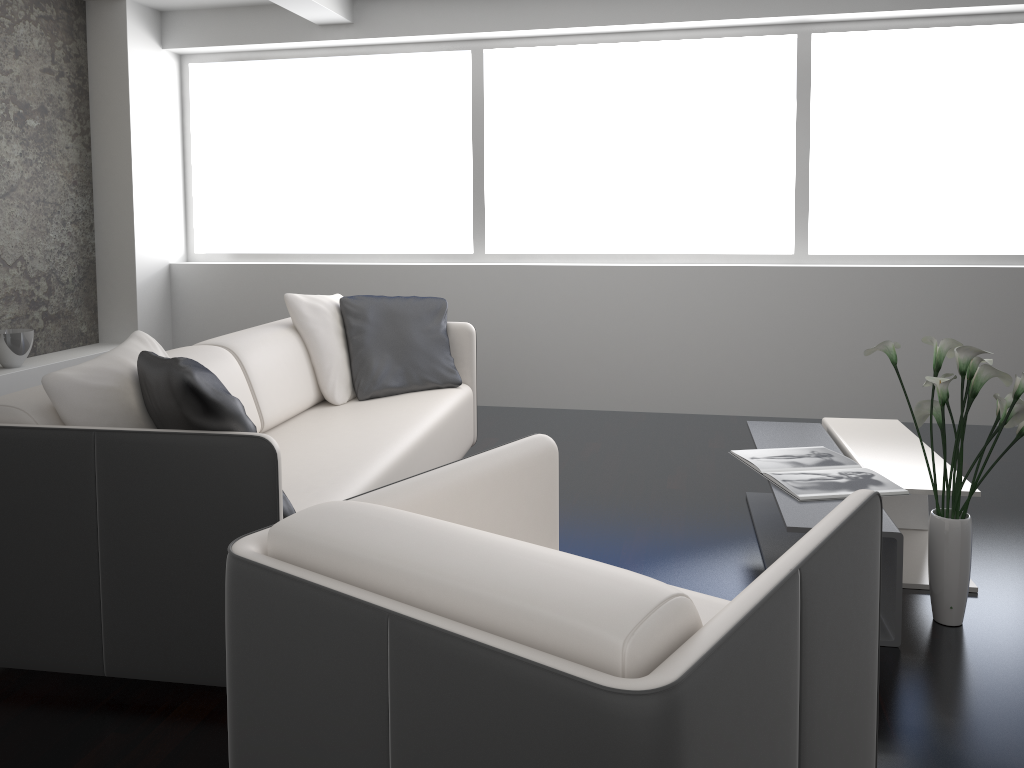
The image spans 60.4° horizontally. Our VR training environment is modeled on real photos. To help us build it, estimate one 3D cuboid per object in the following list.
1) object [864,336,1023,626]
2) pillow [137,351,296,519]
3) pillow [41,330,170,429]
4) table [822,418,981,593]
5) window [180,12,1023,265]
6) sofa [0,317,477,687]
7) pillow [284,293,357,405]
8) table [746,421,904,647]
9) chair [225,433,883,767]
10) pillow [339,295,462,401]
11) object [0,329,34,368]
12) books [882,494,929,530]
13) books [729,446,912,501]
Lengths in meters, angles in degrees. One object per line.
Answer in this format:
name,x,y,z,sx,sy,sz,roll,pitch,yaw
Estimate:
object,1.310,0.263,2.568,0.447,0.789,0.382,-1,5,-5
pillow,-0.787,0.128,2.313,0.279,0.444,0.570,-4,9,-33
pillow,-1.023,0.124,2.515,0.323,0.494,0.593,0,8,1
table,1.360,0.389,3.184,0.298,0.310,0.983,1,10,10
window,1.705,-1.402,5.181,8.053,1.420,0.111,2,4,12
sofa,-0.804,0.181,3.208,0.919,0.652,2.272,1,10,9
pillow,-0.783,-0.176,4.000,0.299,0.501,0.595,1,8,16
table,1.003,0.428,2.989,0.298,0.309,1.276,1,10,10
chair,0.114,0.498,1.500,0.770,0.654,0.928,5,10,36
pillow,-0.510,-0.190,4.039,0.554,0.432,0.336,-6,8,-32
object,-2.641,-0.184,4.647,0.215,0.188,0.218,0,8,6
books,1.402,0.403,3.225,0.227,0.236,0.070,1,5,10
books,0.986,0.281,2.890,0.358,0.016,0.556,-2,11,-8
